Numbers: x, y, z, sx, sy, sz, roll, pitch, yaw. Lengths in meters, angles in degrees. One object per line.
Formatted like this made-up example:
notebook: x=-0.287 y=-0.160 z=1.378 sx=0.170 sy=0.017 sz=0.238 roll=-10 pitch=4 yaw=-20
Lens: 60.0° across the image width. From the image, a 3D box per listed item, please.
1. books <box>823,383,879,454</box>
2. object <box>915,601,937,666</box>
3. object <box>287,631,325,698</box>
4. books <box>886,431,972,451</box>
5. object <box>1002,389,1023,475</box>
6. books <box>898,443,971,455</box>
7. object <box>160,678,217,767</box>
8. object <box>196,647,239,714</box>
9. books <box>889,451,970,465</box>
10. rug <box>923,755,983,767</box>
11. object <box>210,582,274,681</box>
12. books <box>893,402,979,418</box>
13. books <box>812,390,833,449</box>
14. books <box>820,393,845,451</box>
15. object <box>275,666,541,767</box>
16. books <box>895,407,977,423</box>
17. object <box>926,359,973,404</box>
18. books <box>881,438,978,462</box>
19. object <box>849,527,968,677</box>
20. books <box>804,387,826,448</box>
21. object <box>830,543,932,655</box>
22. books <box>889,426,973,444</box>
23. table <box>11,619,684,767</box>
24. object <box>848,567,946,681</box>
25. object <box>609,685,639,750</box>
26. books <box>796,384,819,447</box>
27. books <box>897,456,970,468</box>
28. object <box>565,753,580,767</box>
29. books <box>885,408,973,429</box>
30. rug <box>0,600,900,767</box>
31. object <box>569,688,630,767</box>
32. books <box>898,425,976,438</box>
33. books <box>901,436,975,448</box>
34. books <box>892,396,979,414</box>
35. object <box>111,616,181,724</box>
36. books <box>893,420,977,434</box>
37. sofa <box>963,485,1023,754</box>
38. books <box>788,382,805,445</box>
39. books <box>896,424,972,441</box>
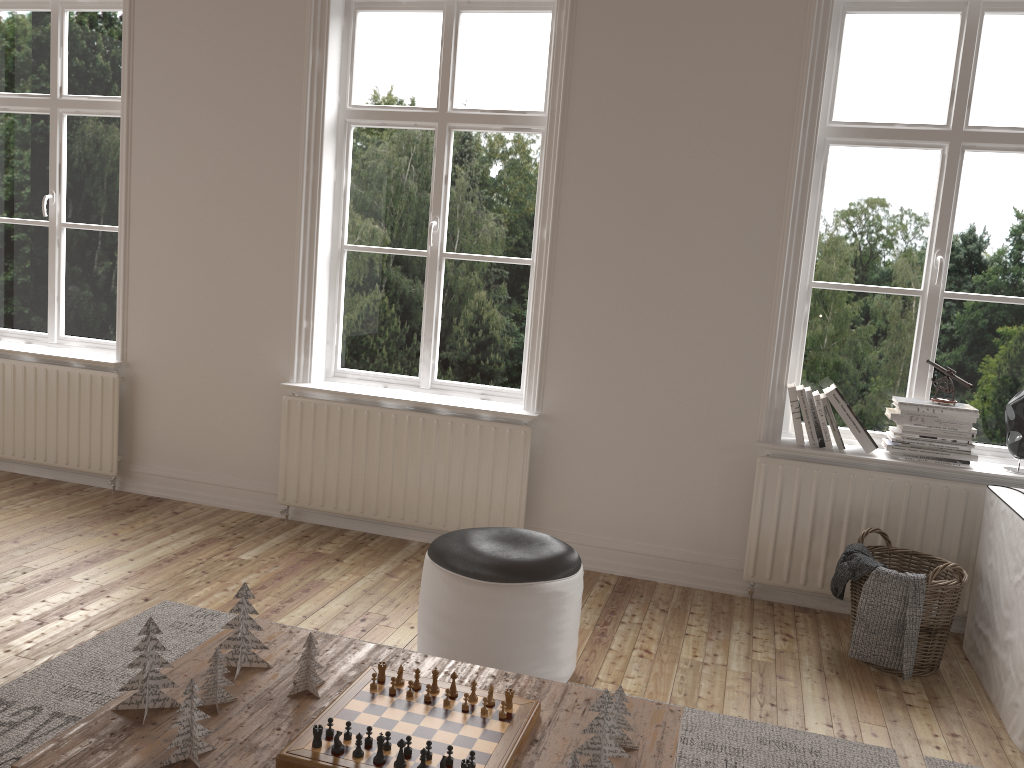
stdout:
books: x=1.383 y=0.138 z=3.630 sx=0.226 sy=0.255 sz=0.176 roll=7 pitch=8 yaw=15
object: x=1.404 y=0.898 z=3.222 sx=0.291 sy=0.186 sz=0.280 roll=5 pitch=8 yaw=1
object: x=-0.468 y=0.634 z=2.035 sx=0.077 sy=0.141 sz=0.082 roll=4 pitch=8 yaw=-3
books: x=1.672 y=0.229 z=3.571 sx=0.288 sy=0.016 sz=0.182 roll=7 pitch=8 yaw=15
object: x=1.984 y=0.174 z=3.428 sx=0.177 sy=0.340 sz=0.171 roll=-2 pitch=10 yaw=-38
books: x=1.683 y=0.246 z=3.554 sx=0.254 sy=0.013 sz=0.161 roll=7 pitch=8 yaw=15
object: x=-0.626 y=0.650 z=1.728 sx=0.085 sy=0.166 sz=0.085 roll=5 pitch=8 yaw=1
object: x=-0.648 y=0.637 z=1.939 sx=0.072 sy=0.132 sz=0.076 roll=7 pitch=8 yaw=16
books: x=1.662 y=0.283 z=3.553 sx=0.285 sy=0.012 sz=0.159 roll=7 pitch=8 yaw=15
rug: x=2.066 y=1.331 z=1.158 sx=2.474 sy=0.003 sz=2.254 roll=7 pitch=8 yaw=15
object: x=-0.641 y=0.573 z=2.115 sx=0.108 sy=0.213 sz=0.109 roll=11 pitch=10 yaw=39
books: x=1.684 y=0.098 z=3.535 sx=0.288 sy=0.016 sz=0.182 roll=7 pitch=8 yaw=15
books: x=1.279 y=0.144 z=3.661 sx=0.101 sy=0.218 sz=0.161 roll=7 pitch=8 yaw=15
books: x=1.315 y=0.152 z=3.646 sx=0.118 sy=0.213 sz=0.161 roll=7 pitch=8 yaw=15
object: x=-0.197 y=0.735 z=1.868 sx=0.429 sy=0.036 sz=0.429 roll=7 pitch=8 yaw=15
books: x=1.684 y=0.117 z=3.538 sx=0.273 sy=0.021 sz=0.174 roll=7 pitch=8 yaw=15
object: x=1.715 y=-0.008 z=3.485 sx=0.092 sy=0.161 sz=0.177 roll=2 pitch=8 yaw=-17
books: x=1.670 y=0.263 z=3.559 sx=0.331 sy=0.025 sz=0.176 roll=7 pitch=8 yaw=15
object: x=1.408 y=0.787 z=3.204 sx=0.393 sy=0.432 sz=0.393 roll=10 pitch=10 yaw=37
books: x=1.251 y=0.135 z=3.664 sx=0.104 sy=0.232 sz=0.152 roll=7 pitch=8 yaw=15
object: x=1.338 y=0.775 z=3.211 sx=0.367 sy=0.332 sz=0.303 roll=5 pitch=8 yaw=6
books: x=1.671 y=0.204 z=3.552 sx=0.285 sy=0.012 sz=0.159 roll=7 pitch=8 yaw=15
table: x=-0.281 y=0.891 z=1.900 sx=1.189 sy=0.300 sz=0.821 roll=7 pitch=8 yaw=15
object: x=1.378 y=0.801 z=3.173 sx=0.290 sy=0.356 sz=0.349 roll=12 pitch=11 yaw=44
object: x=0.230 y=0.711 z=1.905 sx=0.075 sy=0.137 sz=0.079 roll=1 pitch=9 yaw=-26
books: x=1.219 y=0.129 z=3.669 sx=0.112 sy=0.235 sz=0.172 roll=7 pitch=8 yaw=15
books: x=1.677 y=0.297 z=3.555 sx=0.254 sy=0.012 sz=0.161 roll=7 pitch=8 yaw=15
object: x=0.105 y=0.732 z=1.583 sx=0.082 sy=0.160 sz=0.082 roll=5 pitch=8 yaw=4
books: x=1.667 y=0.136 z=3.561 sx=0.296 sy=0.028 sz=0.180 roll=7 pitch=8 yaw=15
rug: x=-0.379 y=1.045 z=1.821 sx=2.474 sy=0.003 sz=2.254 roll=7 pitch=8 yaw=15
object: x=0.179 y=0.695 z=1.742 sx=0.111 sy=0.204 sz=0.118 roll=11 pitch=10 yaw=38
books: x=1.691 y=0.179 z=3.546 sx=0.263 sy=0.017 sz=0.167 roll=7 pitch=8 yaw=15
books: x=1.689 y=0.220 z=3.540 sx=0.256 sy=0.013 sz=0.161 roll=7 pitch=8 yaw=15
books: x=1.676 y=0.083 z=3.524 sx=0.288 sy=0.016 sz=0.182 roll=7 pitch=8 yaw=15
object: x=-0.774 y=0.595 z=1.893 sx=0.106 sy=0.208 sz=0.107 roll=9 pitch=9 yaw=31
books: x=1.688 y=0.160 z=3.559 sx=0.288 sy=0.016 sz=0.182 roll=7 pitch=8 yaw=15
sofa: x=2.576 y=0.773 z=2.702 sx=1.960 sy=0.776 sz=0.866 roll=7 pitch=8 yaw=15
books: x=1.181 y=0.121 z=3.691 sx=0.093 sy=0.239 sz=0.172 roll=7 pitch=8 yaw=15
books: x=1.681 y=0.194 z=3.541 sx=0.254 sy=0.012 sz=0.161 roll=7 pitch=8 yaw=15
